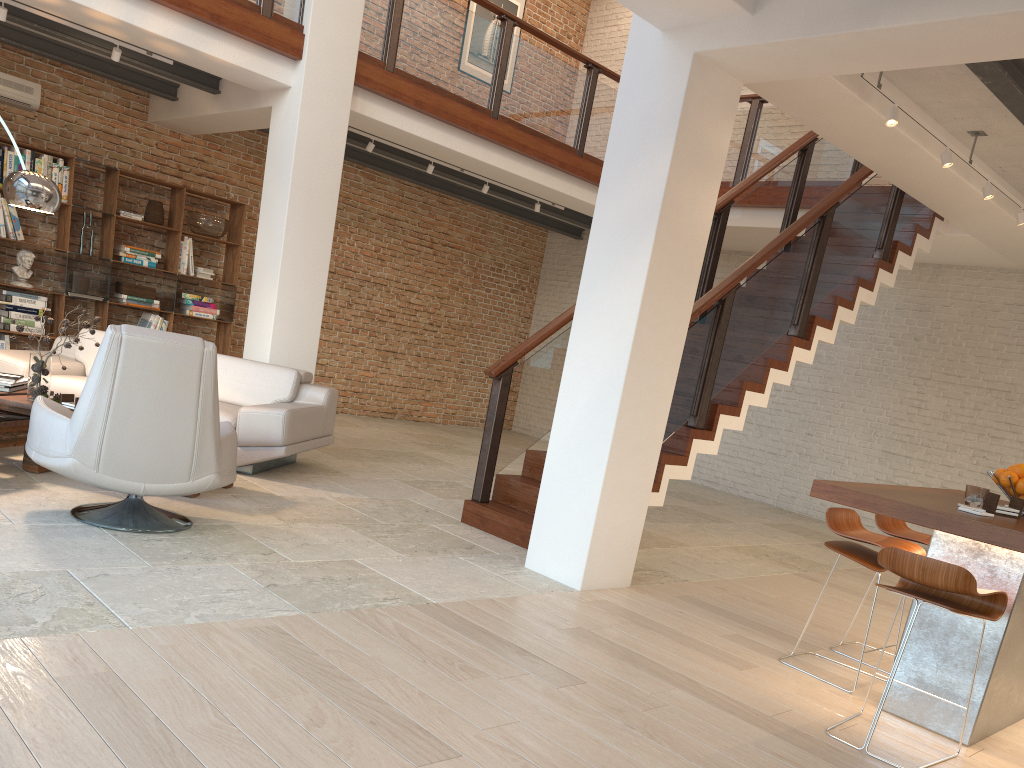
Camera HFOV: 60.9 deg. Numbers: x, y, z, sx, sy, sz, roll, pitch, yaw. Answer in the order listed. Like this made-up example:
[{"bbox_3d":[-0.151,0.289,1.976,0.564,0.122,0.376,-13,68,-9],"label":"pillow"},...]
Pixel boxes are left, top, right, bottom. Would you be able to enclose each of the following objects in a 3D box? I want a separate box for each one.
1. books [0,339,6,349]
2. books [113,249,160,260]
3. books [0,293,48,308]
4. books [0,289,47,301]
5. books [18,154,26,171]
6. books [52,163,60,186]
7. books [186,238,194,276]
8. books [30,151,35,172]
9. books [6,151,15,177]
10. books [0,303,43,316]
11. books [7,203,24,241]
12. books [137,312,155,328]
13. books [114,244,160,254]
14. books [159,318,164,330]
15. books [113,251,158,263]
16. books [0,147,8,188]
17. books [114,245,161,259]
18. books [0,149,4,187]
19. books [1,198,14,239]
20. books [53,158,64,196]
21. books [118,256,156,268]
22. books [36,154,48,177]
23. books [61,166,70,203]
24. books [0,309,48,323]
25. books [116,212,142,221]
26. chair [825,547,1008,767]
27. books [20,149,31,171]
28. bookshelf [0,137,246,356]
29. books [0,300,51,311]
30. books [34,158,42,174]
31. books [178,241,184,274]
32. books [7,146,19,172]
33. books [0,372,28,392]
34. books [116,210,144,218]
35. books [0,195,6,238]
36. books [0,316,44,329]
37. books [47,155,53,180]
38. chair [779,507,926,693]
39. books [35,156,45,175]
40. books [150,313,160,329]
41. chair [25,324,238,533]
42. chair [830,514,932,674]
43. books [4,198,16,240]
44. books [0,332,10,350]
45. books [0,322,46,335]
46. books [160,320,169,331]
[{"bbox_3d":[-4.901,-0.266,8.313,0.055,0.339,0.247,-1,14,-44],"label":"books"},{"bbox_3d":[-3.827,-1.318,8.892,0.238,0.019,0.380,13,3,38],"label":"books"},{"bbox_3d":[-4.681,-0.800,8.326,0.238,0.066,0.381,13,3,40],"label":"books"},{"bbox_3d":[-4.672,-0.851,8.309,0.382,0.037,0.237,9,3,-44],"label":"books"},{"bbox_3d":[-4.551,-1.934,8.018,0.055,0.339,0.247,-1,14,-44],"label":"books"},{"bbox_3d":[-4.339,-1.901,8.204,0.055,0.339,0.247,-1,14,-44],"label":"books"},{"bbox_3d":[-3.453,-1.355,9.254,0.101,0.394,0.236,-1,15,-44],"label":"books"},{"bbox_3d":[-4.479,-1.951,8.064,0.036,0.394,0.236,-1,15,-44],"label":"books"},{"bbox_3d":[-4.606,-1.942,7.940,0.055,0.339,0.247,-1,14,-44],"label":"books"},{"bbox_3d":[-4.694,-0.718,8.305,0.248,0.057,0.327,13,3,40],"label":"books"},{"bbox_3d":[-4.635,-1.510,8.084,0.158,0.338,0.247,0,13,-44],"label":"books"},{"bbox_3d":[-3.889,-0.567,9.156,0.163,0.382,0.236,0,14,-44],"label":"books"},{"bbox_3d":[-3.825,-1.376,8.887,0.264,0.021,0.357,13,3,44],"label":"books"},{"bbox_3d":[-3.805,-0.543,9.236,0.098,0.364,0.263,-1,14,-44],"label":"books"},{"bbox_3d":[-3.850,-1.295,8.893,0.382,0.037,0.237,9,3,-44],"label":"books"},{"bbox_3d":[-4.643,-1.963,7.922,0.020,0.369,0.263,-2,15,-44],"label":"books"},{"bbox_3d":[-3.815,-1.344,8.881,0.238,0.037,0.381,13,3,39],"label":"books"},{"bbox_3d":[-4.674,-1.953,7.898,0.055,0.339,0.247,-1,14,-44],"label":"books"},{"bbox_3d":[-4.687,-1.527,8.036,0.124,0.358,0.264,0,14,-44],"label":"books"},{"bbox_3d":[-4.304,-1.924,8.236,0.036,0.394,0.236,-1,15,-44],"label":"books"},{"bbox_3d":[-3.838,-1.245,8.912,0.329,0.057,0.247,9,3,-35],"label":"books"},{"bbox_3d":[-4.406,-1.940,8.153,0.036,0.394,0.236,-1,15,-44],"label":"books"},{"bbox_3d":[-4.285,-1.893,8.287,0.055,0.339,0.247,-1,14,-44],"label":"books"},{"bbox_3d":[-4.693,-0.656,8.345,0.239,0.066,0.379,13,3,32],"label":"books"},{"bbox_3d":[-3.822,-1.667,8.695,0.207,0.034,0.129,8,4,-44],"label":"books"},{"bbox_3d":[1.533,1.017,3.321,0.423,0.796,0.392,1,14,-44],"label":"chair"},{"bbox_3d":[-4.499,-1.953,8.031,0.036,0.394,0.236,-1,15,-44],"label":"books"},{"bbox_3d":[-4.244,-1.029,8.607,3.048,2.255,0.354,5,12,-44],"label":"bookshelf"},{"bbox_3d":[-4.683,-0.756,8.317,0.447,0.021,0.264,9,3,-44],"label":"books"},{"bbox_3d":[-4.441,-1.916,8.092,0.055,0.339,0.247,-1,14,-44],"label":"books"},{"bbox_3d":[-3.537,-1.339,9.153,0.055,0.339,0.247,-1,14,-44],"label":"books"},{"bbox_3d":[-4.570,-1.965,7.969,0.036,0.394,0.236,-1,15,-44],"label":"books"},{"bbox_3d":[-3.219,-0.018,5.483,0.252,0.076,0.389,10,3,-12],"label":"books"},{"bbox_3d":[-3.826,-1.695,8.690,0.166,0.019,0.237,13,3,39],"label":"books"},{"bbox_3d":[-4.715,-1.548,7.989,0.103,0.394,0.236,-1,15,-44],"label":"books"},{"bbox_3d":[-4.723,-0.601,8.361,0.364,0.057,0.274,9,3,-42],"label":"books"},{"bbox_3d":[-4.371,-1.934,8.170,0.036,0.394,0.236,-1,15,-44],"label":"books"},{"bbox_3d":[1.604,1.001,4.113,0.405,0.796,0.409,1,14,-44],"label":"chair"},{"bbox_3d":[-4.420,-1.928,8.126,0.020,0.369,0.263,-2,15,-44],"label":"books"},{"bbox_3d":[-3.843,-0.560,9.169,0.161,0.383,0.236,0,14,-44],"label":"books"},{"bbox_3d":[-1.826,0.217,4.327,1.036,1.043,0.938,7,8,-28],"label":"chair"},{"bbox_3d":[1.989,1.060,4.489,0.405,0.796,0.409,1,14,-44],"label":"chair"},{"bbox_3d":[-4.677,-1.526,8.058,0.124,0.358,0.264,0,14,-44],"label":"books"},{"bbox_3d":[-4.866,-0.290,8.366,0.079,0.395,0.236,-1,15,-44],"label":"books"},{"bbox_3d":[-4.720,-0.538,8.361,0.238,0.066,0.381,13,3,40],"label":"books"},{"bbox_3d":[-3.765,-0.528,9.259,0.116,0.343,0.247,0,14,-44],"label":"books"}]
